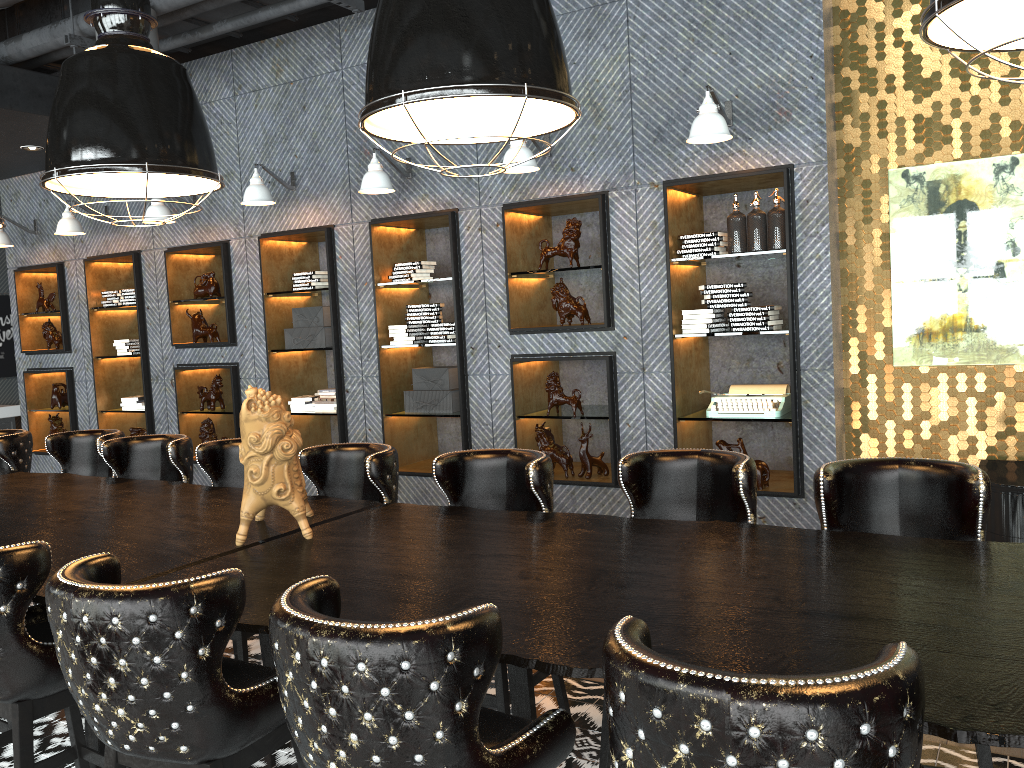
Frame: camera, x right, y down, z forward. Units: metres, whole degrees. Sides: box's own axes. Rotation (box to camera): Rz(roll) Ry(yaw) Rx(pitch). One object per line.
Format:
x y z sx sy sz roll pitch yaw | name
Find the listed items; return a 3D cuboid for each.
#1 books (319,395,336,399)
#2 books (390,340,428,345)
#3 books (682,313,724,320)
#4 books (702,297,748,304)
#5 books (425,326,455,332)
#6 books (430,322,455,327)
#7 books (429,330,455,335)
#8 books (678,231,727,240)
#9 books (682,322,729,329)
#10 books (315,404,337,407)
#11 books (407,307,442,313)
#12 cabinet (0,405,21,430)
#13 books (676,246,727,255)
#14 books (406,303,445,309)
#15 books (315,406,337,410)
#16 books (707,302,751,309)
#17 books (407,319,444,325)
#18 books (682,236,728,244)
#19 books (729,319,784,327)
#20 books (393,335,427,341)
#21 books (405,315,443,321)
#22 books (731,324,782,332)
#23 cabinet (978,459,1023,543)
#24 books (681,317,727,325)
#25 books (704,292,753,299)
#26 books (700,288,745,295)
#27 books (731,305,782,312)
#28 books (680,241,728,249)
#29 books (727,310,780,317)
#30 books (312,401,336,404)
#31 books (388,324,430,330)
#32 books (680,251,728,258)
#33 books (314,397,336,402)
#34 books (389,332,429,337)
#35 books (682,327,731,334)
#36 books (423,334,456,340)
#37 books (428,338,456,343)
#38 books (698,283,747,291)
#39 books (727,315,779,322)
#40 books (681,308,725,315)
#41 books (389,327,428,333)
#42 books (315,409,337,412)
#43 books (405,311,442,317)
-1.358 0.090 6.837 0.247 0.023 0.244 -2 5 16 | books
-0.737 -0.303 6.402 0.193 0.028 0.246 -1 5 24 | books
1.141 -0.404 5.285 0.193 0.028 0.246 -1 5 26 | books
1.244 -0.488 5.203 0.245 0.028 0.194 -3 4 7 | books
-0.464 -0.395 6.298 0.245 0.028 0.194 -1 5 21 | books
-0.427 -0.424 6.285 0.245 0.028 0.194 -1 5 26 | books
-0.435 -0.368 6.307 0.245 0.028 0.194 -1 5 27 | books
1.143 -0.878 5.281 0.245 0.028 0.194 0 5 34 | books
1.157 -0.346 5.253 0.245 0.028 0.193 -7 6 -38 | books
-1.381 0.156 6.824 0.228 0.022 0.202 0 5 34 | books
-0.629 -0.530 6.347 0.245 0.028 0.194 -4 4 -8 | books
-6.429 1.060 6.636 6.311 0.826 8.426 -1 5 31 | cabinet
1.126 -0.793 5.288 0.245 0.028 0.194 0 5 35 | books
-0.619 -0.560 6.354 0.245 0.028 0.194 -3 4 6 | books
-1.379 0.178 6.824 0.224 0.021 0.159 1 6 40 | books
1.284 -0.465 5.249 0.245 0.028 0.194 -2 5 14 | books
-0.620 -0.445 6.339 0.245 0.028 0.194 -3 4 0 | books
1.163 -0.850 5.272 0.245 0.028 0.194 -1 5 31 | books
1.421 -0.353 5.157 0.245 0.028 0.194 1 6 44 | books
-0.704 -0.331 6.379 0.193 0.028 0.246 -1 5 30 | books
-0.627 -0.472 6.331 0.245 0.028 0.194 -3 4 3 | books
1.423 -0.325 5.158 0.245 0.028 0.194 0 5 32 | books
2.890 0.793 4.106 1.385 0.737 0.710 -1 5 31 | cabinet
1.147 -0.377 5.295 0.193 0.028 0.246 0 5 33 | books
1.272 -0.520 5.233 0.245 0.028 0.194 -3 4 1 | books
1.241 -0.547 5.242 0.245 0.028 0.194 -2 4 11 | books
1.427 -0.439 5.167 0.245 0.028 0.194 -1 5 30 | books
1.151 -0.821 5.270 0.245 0.028 0.194 0 5 33 | books
1.411 -0.411 5.180 0.245 0.028 0.194 0 6 37 | books
-1.384 0.136 6.816 0.264 0.019 0.205 -1 5 30 | books
-0.739 -0.416 6.400 0.193 0.028 0.246 0 6 38 | books
1.158 -0.766 5.283 0.245 0.028 0.194 0 5 36 | books
-1.384 0.114 6.827 0.197 0.023 0.248 -7 6 -42 | books
-0.739 -0.360 6.418 0.193 0.028 0.246 0 6 37 | books
1.167 -0.323 5.308 0.246 0.028 0.193 -7 6 -44 | books
-0.475 -0.335 6.264 0.245 0.028 0.194 1 6 42 | books
-0.441 -0.309 6.281 0.245 0.028 0.194 0 5 35 | books
1.242 -0.576 5.245 0.245 0.028 0.194 -3 4 2 | books
1.408 -0.382 5.173 0.245 0.028 0.194 0 5 33 | books
1.139 -0.432 5.282 0.193 0.028 0.246 -1 5 29 | books
-0.731 -0.386 6.374 0.193 0.028 0.246 1 6 44 | books
-1.375 0.198 6.816 0.228 0.023 0.167 0 5 31 | books
-0.631 -0.503 6.368 0.245 0.028 0.194 -3 4 1 | books
